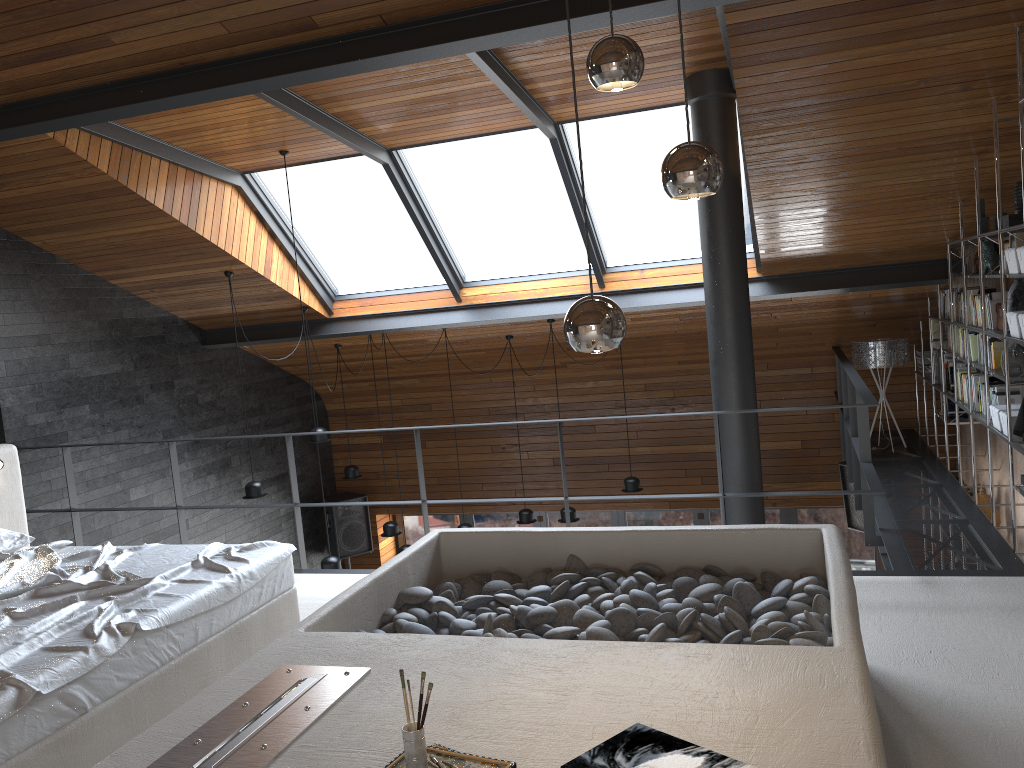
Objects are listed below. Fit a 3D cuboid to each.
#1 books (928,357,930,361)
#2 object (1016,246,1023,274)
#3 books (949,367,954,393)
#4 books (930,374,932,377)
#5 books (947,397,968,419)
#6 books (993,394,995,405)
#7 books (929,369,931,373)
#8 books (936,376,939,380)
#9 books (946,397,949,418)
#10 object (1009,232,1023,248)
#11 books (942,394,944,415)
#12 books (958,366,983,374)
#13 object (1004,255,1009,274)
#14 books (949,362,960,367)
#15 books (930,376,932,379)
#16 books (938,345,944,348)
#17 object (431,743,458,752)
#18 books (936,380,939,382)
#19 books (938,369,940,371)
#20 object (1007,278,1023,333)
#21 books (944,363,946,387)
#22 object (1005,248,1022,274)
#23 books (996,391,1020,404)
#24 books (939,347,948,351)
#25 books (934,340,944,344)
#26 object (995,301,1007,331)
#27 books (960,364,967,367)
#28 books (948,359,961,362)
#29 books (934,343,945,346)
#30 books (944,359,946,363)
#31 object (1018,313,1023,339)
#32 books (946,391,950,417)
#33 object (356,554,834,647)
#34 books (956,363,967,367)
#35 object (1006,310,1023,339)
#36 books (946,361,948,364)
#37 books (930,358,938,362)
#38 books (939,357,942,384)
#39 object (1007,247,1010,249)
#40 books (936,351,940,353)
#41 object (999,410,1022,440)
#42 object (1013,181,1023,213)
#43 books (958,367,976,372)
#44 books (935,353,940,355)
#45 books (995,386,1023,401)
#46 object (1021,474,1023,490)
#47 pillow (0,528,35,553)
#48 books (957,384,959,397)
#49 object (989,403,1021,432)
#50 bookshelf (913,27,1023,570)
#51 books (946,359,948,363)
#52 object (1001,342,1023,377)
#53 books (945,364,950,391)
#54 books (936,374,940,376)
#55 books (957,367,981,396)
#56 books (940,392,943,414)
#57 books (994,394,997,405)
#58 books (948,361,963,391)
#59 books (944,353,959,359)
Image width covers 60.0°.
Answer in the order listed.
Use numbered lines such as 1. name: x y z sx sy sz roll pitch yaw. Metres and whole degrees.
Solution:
1. books: 3.849 -0.231 7.874 0.268 0.025 0.176 -4 5 18
2. object: 2.665 -0.622 4.351 0.295 0.136 0.228 -4 5 18
3. books: 3.506 -0.037 6.924 0.148 0.206 0.053 -4 5 18
4. books: 3.864 -0.077 7.884 0.234 0.016 0.182 -4 5 13
5. books: 3.603 0.187 7.177 0.138 0.191 0.049 -4 5 18
6. books: 3.063 0.146 5.504 0.130 0.167 0.046 -4 5 18
7. books: 3.859 -0.120 7.884 0.240 0.028 0.180 -5 5 8
8. books: 3.759 -0.062 7.615 0.239 0.021 0.174 -3 5 24
9. books: 3.626 0.169 7.243 0.133 0.218 0.051 -4 5 18
10. object: 2.801 -0.724 4.895 0.062 0.219 0.157 -4 5 18
11. books: 3.691 0.142 7.418 0.161 0.223 0.017 -4 5 18
12. books: 3.457 -0.022 6.689 0.177 0.217 0.046 -4 5 18
13. object: 2.763 -0.673 4.956 0.037 0.114 0.037 -5 5 4
14. books: 3.511 -0.053 6.939 0.148 0.232 0.053 -4 5 18
15. books: 3.865 -0.063 7.902 0.234 0.016 0.182 -4 5 18
16. books: 3.738 -0.331 7.608 0.216 0.021 0.174 -4 5 18
17. object: -0.147 0.863 1.920 0.276 0.013 0.207 -1 7 43
18. books: 3.758 -0.042 7.613 0.247 0.016 0.182 -4 5 18
19. books: 3.749 -0.129 7.610 0.258 0.028 0.180 -3 5 24
20. object: 2.856 -0.437 4.994 0.157 0.339 0.229 -1 7 45
21. books: 3.626 -0.076 7.268 0.143 0.199 0.019 -4 5 18
22. object: 2.743 -0.651 4.598 0.295 0.136 0.228 -4 5 18
23. books: 3.053 0.141 5.445 0.129 0.186 0.050 -4 5 18
24. books: 3.754 -0.307 7.588 0.234 0.028 0.180 -4 5 18
25. books: 3.745 -0.367 7.613 0.228 0.016 0.182 -4 5 18
26. object: 2.946 -0.418 5.211 0.227 0.202 0.082 -7 5 -20
27. books: 3.517 -0.039 6.783 0.148 0.232 0.053 -4 5 18
28. books: 3.555 -0.077 7.074 0.131 0.247 0.018 -4 5 18
29. books: 3.738 -0.350 7.606 0.228 0.016 0.182 -4 5 18
30. books: 3.631 -0.096 7.280 0.148 0.234 0.013 -4 5 18
31. object: 2.691 -0.290 4.382 0.295 0.136 0.228 -4 5 18
32. books: 3.649 0.161 7.286 0.155 0.215 0.055 -4 5 18
33. object: 0.272 0.913 3.321 1.842 0.246 1.436 -4 5 18
34. books: 3.498 -0.041 6.826 0.148 0.232 0.053 -4 5 18
35. object: 2.771 -0.320 4.634 0.295 0.136 0.228 -4 5 18
36. books: 3.567 -0.075 7.123 0.129 0.231 0.010 -4 5 18
37. books: 3.742 -0.208 7.602 0.288 0.025 0.175 -3 5 24
38. books: 3.696 -0.120 7.487 0.148 0.234 0.013 -4 5 18
39. object: 2.854 -0.711 5.089 0.091 0.146 0.091 -9 6 -38
40. books: 3.734 -0.284 7.597 0.228 0.016 0.182 -4 5 18
41. object: 2.914 0.224 4.963 0.295 0.136 0.228 -4 5 18
42. object: 2.825 -1.029 4.885 0.115 0.177 0.115 -1 7 43
43. books: 3.394 -0.010 6.600 0.122 0.230 0.057 -4 5 18
44. books: 3.731 -0.268 7.614 0.208 0.017 0.167 -4 5 18
45. books: 3.064 0.124 5.457 0.143 0.217 0.066 -4 5 18
46. object: 2.843 0.528 4.567 0.320 0.114 0.405 -4 5 18
47. pillow: -2.759 0.803 4.129 0.509 0.173 0.842 -4 5 18
48. books: 3.428 0.007 6.701 0.119 0.171 0.044 -4 5 18
49. object: 2.994 0.194 5.217 0.295 0.136 0.228 -4 5 18
50. bookshelf: 2.525 0.702 3.509 0.421 6.218 10.741 -4 5 18
51. books: 3.617 -0.088 7.216 0.148 0.234 0.013 -4 5 18
52. object: 2.942 -0.176 5.066 0.390 0.240 0.166 -9 6 -39
53. books: 3.532 -0.058 7.065 0.137 0.215 0.014 -4 5 18
54. books: 3.757 -0.093 7.612 0.252 0.016 0.182 -3 5 22
55. books: 3.436 -0.016 6.663 0.161 0.222 0.055 -4 5 18
56. books: 3.689 0.148 7.482 0.127 0.201 0.011 -4 5 18
57. books: 3.070 0.145 5.487 0.146 0.171 0.054 -4 5 18
58. books: 3.529 -0.060 6.996 0.143 0.235 0.055 -4 5 18
59. books: 3.655 -0.120 7.330 0.143 0.268 0.020 -4 5 18
